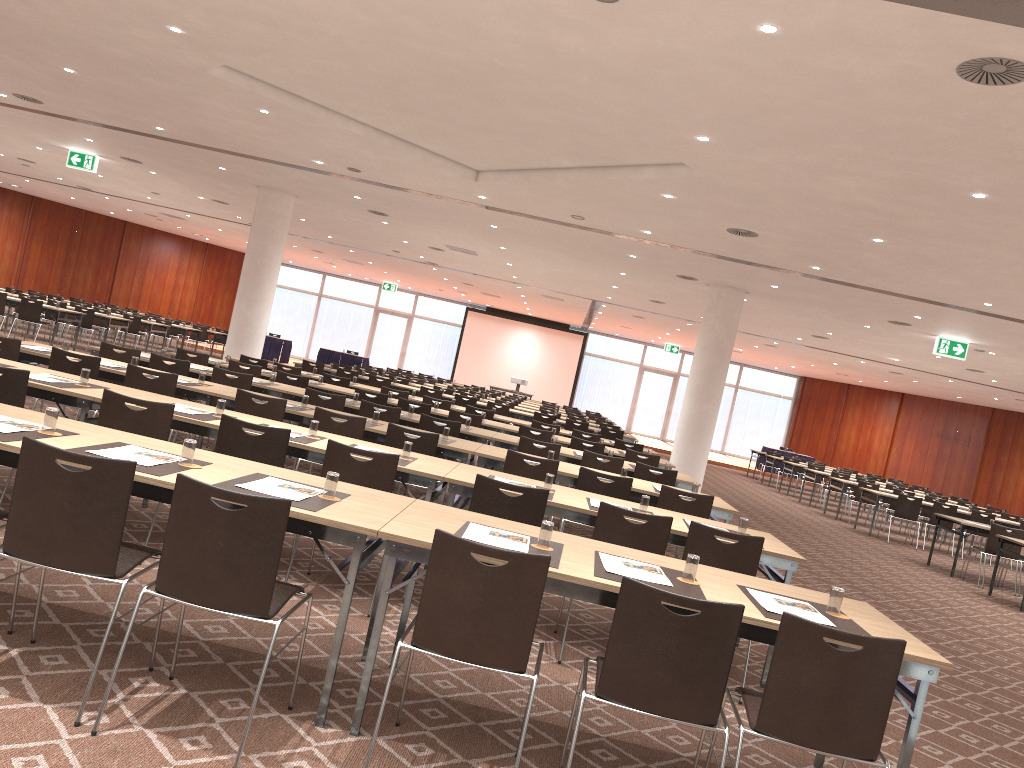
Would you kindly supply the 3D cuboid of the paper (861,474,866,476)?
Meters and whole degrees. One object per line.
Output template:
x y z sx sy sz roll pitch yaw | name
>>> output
10.698 2.765 26.790 0.460 0.003 0.565 13 1 2 | paper

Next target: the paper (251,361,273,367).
-3.943 -0.319 13.987 0.460 0.003 0.565 13 1 4 | paper

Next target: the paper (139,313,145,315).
-11.640 -2.207 27.889 0.460 0.003 0.565 13 1 4 | paper

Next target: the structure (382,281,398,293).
-4.909 -3.883 35.609 0.587 0.346 0.105 13 1 3 | structure

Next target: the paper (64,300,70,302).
-11.883 -2.214 23.978 0.283 0.006 0.398 13 1 6 | paper

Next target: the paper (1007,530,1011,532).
7.803 2.296 13.412 0.460 0.003 0.565 13 1 4 | paper

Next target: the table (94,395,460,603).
-1.595 0.734 6.029 2.267 0.833 0.953 13 1 3 | table

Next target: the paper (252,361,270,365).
-3.973 -0.331 14.094 0.283 0.006 0.398 13 1 3 | paper

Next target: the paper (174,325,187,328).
-9.006 -1.569 23.755 0.460 0.003 0.565 13 1 2 | paper

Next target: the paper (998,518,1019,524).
9.498 2.623 16.924 0.283 0.006 0.398 13 1 2 | paper

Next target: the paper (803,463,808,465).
8.407 2.281 24.907 0.460 0.003 0.565 13 1 3 | paper

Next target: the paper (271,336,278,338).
-8.517 -1.689 31.306 0.460 0.003 0.565 13 1 3 | paper

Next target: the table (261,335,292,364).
-8.703 -1.295 31.130 1.712 0.832 1.041 13 1 3 | table

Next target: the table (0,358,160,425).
-3.808 0.241 6.138 2.267 0.833 0.953 13 1 3 | table

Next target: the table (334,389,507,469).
-1.282 0.726 12.020 2.267 0.833 0.953 13 1 3 | table

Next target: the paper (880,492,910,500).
7.341 2.148 16.955 0.460 0.003 0.565 13 1 4 | paper

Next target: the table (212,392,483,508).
-1.491 0.731 8.026 2.267 0.833 0.953 13 1 3 | table

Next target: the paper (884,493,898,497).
7.285 2.130 17.008 0.283 0.006 0.398 13 1 4 | paper

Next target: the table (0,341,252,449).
-3.703 0.239 8.136 2.267 0.833 0.953 13 1 3 | table

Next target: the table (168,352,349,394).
-3.495 0.233 12.130 2.267 0.833 0.953 13 1 3 | table

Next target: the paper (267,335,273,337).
-8.469 -1.682 31.239 0.283 0.006 0.398 13 1 3 | paper

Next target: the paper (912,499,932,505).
7.982 2.290 16.920 0.460 0.003 0.565 13 1 0 | paper

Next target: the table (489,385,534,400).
-0.098 0.621 30.721 1.539 0.832 0.953 13 1 3 | table

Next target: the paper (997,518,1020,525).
9.547 2.639 16.837 0.460 0.003 0.565 13 1 0 | paper

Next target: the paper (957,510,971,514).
8.623 2.433 16.902 0.460 0.003 0.565 13 1 4 | paper

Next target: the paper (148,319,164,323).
-9.620 -1.706 23.792 0.460 0.003 0.565 13 1 2 | paper

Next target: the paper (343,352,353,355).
-5.744 -1.072 31.169 0.460 0.003 0.565 13 1 3 | paper

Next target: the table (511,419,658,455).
1.035 1.215 13.908 2.267 0.833 0.953 13 1 3 | table

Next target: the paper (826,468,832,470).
8.942 2.395 24.934 0.283 0.006 0.398 13 1 1 | paper

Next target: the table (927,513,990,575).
7.700 2.699 13.578 2.267 0.833 0.953 13 1 3 | table

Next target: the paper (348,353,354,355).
-5.696 -1.065 31.102 0.283 0.006 0.398 13 1 3 | paper

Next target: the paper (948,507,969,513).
8.532 2.408 16.930 0.283 0.006 0.398 13 1 3 | paper

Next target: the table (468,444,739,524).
0.722 1.224 7.917 2.267 0.833 0.953 13 1 3 | table

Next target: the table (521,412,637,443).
1.217 1.210 17.403 2.267 0.833 0.953 13 1 3 | table

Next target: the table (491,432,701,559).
0.826 1.221 9.914 2.267 0.833 0.953 13 1 3 | table

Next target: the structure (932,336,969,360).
8.409 -0.685 16.991 0.587 0.346 0.105 13 1 3 | structure

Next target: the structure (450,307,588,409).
0.296 -1.123 36.817 5.158 3.526 0.395 13 1 3 | structure

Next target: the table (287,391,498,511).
-1.386 0.728 10.023 2.267 0.833 0.953 13 1 3 | table

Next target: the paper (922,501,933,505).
7.945 2.277 16.996 0.283 0.006 0.398 13 1 6 | paper

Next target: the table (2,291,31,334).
-12.140 -1.789 20.066 2.267 0.833 0.953 13 1 3 | table

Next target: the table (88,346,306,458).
-3.599 0.236 10.133 2.267 0.833 0.953 13 1 3 | table

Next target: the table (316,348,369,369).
-5.930 -0.677 30.993 1.712 0.832 1.041 13 1 3 | table

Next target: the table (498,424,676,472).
0.931 1.218 11.911 2.267 0.833 0.953 13 1 3 | table

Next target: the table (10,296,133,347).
-9.927 -1.296 19.957 2.267 0.833 0.953 13 1 3 | table

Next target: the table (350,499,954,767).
0.514 1.230 3.922 2.267 0.833 0.953 13 1 3 | table

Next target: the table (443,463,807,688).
0.618 1.227 5.920 2.267 0.833 0.953 13 1 3 | table

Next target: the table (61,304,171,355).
-9.822 -1.299 21.954 2.267 0.833 0.953 13 1 3 | table

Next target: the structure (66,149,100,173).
-8.632 -4.478 17.834 0.587 0.346 0.105 13 1 3 | structure

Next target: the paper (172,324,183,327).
-9.019 -1.577 23.842 0.283 0.006 0.398 13 1 4 | paper

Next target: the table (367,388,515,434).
-1.178 0.723 14.018 2.267 0.833 0.953 13 1 3 | table

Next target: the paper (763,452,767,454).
7.848 2.130 26.940 0.460 0.003 0.565 13 1 5 | paper

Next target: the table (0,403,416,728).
-1.699 0.737 4.032 2.267 0.833 0.953 13 1 3 | table

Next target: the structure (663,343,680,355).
6.318 -1.384 35.053 0.587 0.346 0.105 13 1 3 | structure

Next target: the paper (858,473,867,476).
10.638 2.746 26.889 0.283 0.006 0.398 13 1 1 | paper

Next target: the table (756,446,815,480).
9.346 2.723 30.237 1.712 0.832 1.041 13 1 3 | table
